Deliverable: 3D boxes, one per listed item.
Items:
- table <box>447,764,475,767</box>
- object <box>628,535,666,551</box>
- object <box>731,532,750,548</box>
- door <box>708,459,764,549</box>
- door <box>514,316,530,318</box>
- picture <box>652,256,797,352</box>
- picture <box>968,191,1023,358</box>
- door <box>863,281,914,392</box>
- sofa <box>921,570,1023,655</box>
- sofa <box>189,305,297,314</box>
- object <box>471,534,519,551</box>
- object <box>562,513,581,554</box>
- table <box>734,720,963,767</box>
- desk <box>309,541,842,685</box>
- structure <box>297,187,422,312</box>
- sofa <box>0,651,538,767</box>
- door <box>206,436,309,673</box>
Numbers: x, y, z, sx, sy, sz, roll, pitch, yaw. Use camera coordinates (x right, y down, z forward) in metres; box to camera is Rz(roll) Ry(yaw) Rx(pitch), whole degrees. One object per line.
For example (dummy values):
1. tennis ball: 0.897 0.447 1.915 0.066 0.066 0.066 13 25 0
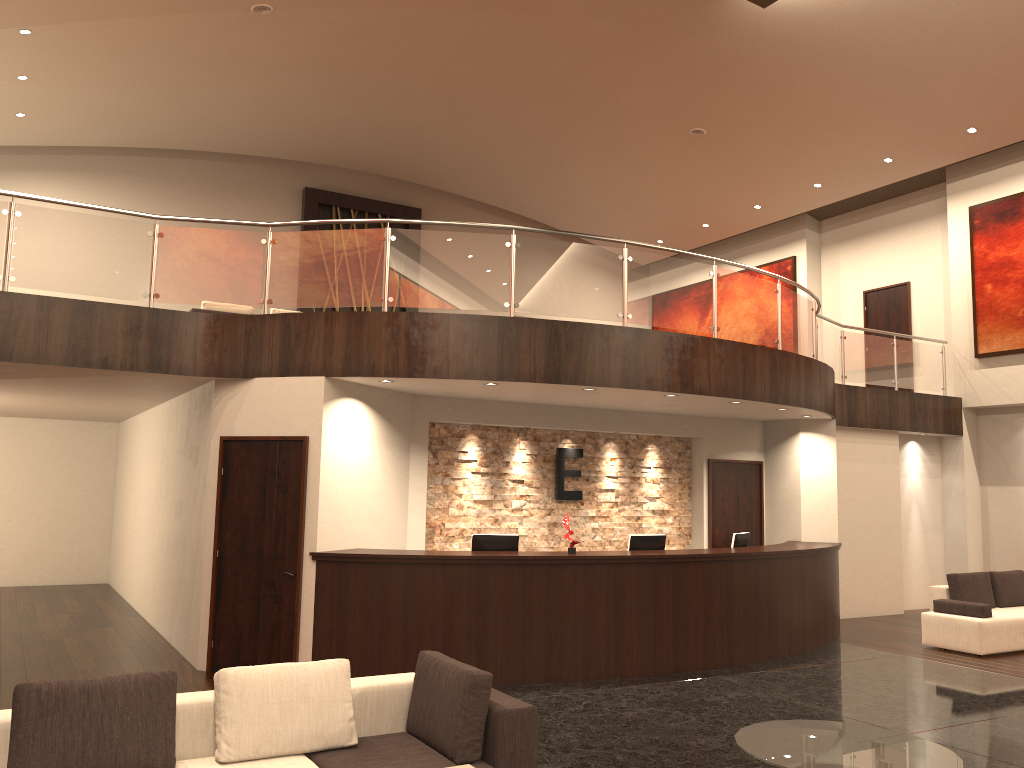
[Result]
1. table: -0.286 2.031 3.988 0.400 0.460 0.400 5 -8 -30
2. object: 1.446 1.855 9.471 0.483 0.485 0.189 5 -8 -30
3. object: 2.684 1.988 10.378 0.189 0.485 0.483 -4 -8 35
4. door: 3.032 2.150 12.010 0.990 2.232 0.104 5 -8 -30
5. door: 0.460 -0.393 20.110 0.990 2.232 0.104 5 -8 -30
6. picture: 4.562 -1.127 19.695 0.070 2.526 4.515 5 -8 -30
7. picture: 9.164 -1.968 11.730 0.070 2.526 6.485 5 -8 -30
8. door: 6.932 -0.701 16.336 0.104 2.232 0.990 5 -8 -30
9. sofa: 6.736 2.692 10.080 2.586 0.862 3.366 5 -8 -30
10. sofa: -4.349 -0.609 13.272 3.366 0.862 2.586 5 -8 -30
11. object: -0.171 1.750 8.862 0.483 0.485 0.189 3 -7 -15
12. object: 0.588 1.467 8.712 0.163 0.390 0.165 4 -7 -22
13. table: 1.305 1.831 3.458 0.833 0.795 0.844 0 -7 9
14. desk: 1.364 2.364 9.580 7.146 1.171 1.674 5 -8 -28
15. structure: -3.103 -1.717 18.086 2.524 4.236 0.187 5 -8 -30
16. sofa: -1.289 1.831 4.192 2.846 0.862 1.291 5 -8 -29
17. door: -2.393 1.610 8.369 0.990 2.232 0.104 -1 -7 21
